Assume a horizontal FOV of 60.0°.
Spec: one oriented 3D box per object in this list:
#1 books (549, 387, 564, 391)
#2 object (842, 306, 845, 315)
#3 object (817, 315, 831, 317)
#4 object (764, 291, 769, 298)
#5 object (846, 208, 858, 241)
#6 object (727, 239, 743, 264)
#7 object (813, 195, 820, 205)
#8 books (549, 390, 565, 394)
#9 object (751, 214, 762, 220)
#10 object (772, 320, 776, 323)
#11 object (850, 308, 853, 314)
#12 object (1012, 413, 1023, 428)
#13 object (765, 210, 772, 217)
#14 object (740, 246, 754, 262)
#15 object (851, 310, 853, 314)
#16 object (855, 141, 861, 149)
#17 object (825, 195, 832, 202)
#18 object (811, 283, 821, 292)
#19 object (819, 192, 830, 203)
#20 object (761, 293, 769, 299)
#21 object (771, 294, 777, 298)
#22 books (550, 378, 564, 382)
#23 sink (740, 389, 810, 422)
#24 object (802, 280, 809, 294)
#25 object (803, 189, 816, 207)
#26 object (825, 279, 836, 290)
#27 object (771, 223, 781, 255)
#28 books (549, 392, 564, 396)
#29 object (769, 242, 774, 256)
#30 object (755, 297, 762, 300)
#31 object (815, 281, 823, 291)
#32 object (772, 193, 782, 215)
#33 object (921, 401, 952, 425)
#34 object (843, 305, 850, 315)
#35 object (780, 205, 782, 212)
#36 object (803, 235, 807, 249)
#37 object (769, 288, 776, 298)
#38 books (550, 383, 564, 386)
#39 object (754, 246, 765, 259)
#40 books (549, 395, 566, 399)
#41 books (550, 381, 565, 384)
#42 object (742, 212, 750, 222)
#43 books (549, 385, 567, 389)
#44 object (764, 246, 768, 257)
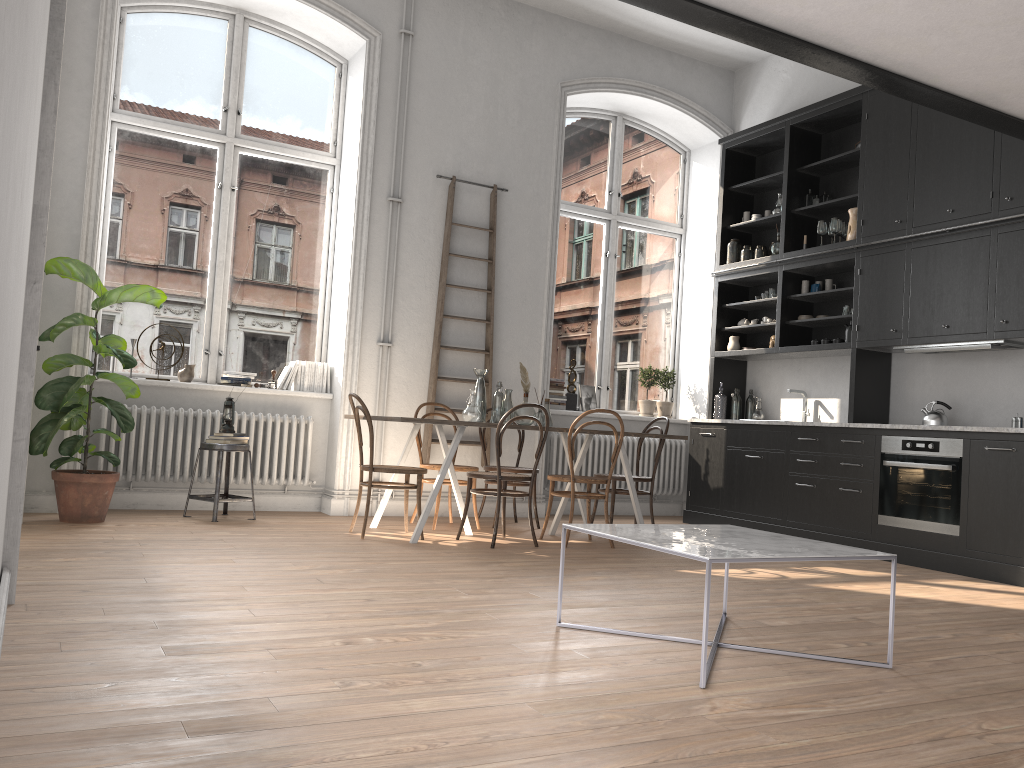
[{"bbox_3d":[0.357,0.048,8.175,0.205,0.022,0.155,6,-4,-33],"label":"books"},{"bbox_3d":[2.676,-0.575,7.127,0.058,0.094,0.058,3,-3,11],"label":"object"},{"bbox_3d":[2.611,-0.550,7.429,0.112,0.036,0.112,3,-3,14],"label":"object"},{"bbox_3d":[2.293,-0.779,7.962,0.060,0.107,0.060,2,-3,29],"label":"object"},{"bbox_3d":[2.686,-1.243,6.970,0.094,0.267,0.116,3,-3,14],"label":"object"},{"bbox_3d":[2.049,-1.208,8.155,0.118,0.238,0.118,6,-3,-43],"label":"object"},{"bbox_3d":[2.566,-1.530,7.469,0.053,0.125,0.041,2,-3,29],"label":"object"},{"bbox_3d":[0.356,0.070,8.180,0.222,0.024,0.158,5,-3,-28],"label":"books"},{"bbox_3d":[2.245,-1.503,8.144,0.096,0.095,0.096,3,-3,6],"label":"object"},{"bbox_3d":[2.318,-0.541,7.795,0.049,0.041,0.056,2,-3,35],"label":"object"},{"bbox_3d":[2.759,-0.566,7.187,0.058,0.094,0.058,2,-3,39],"label":"object"},{"bbox_3d":[3.366,0.254,5.908,0.040,0.116,0.080,5,-3,-23],"label":"object"},{"bbox_3d":[2.345,-1.518,8.113,0.059,0.135,0.082,4,-3,-5],"label":"object"},{"bbox_3d":[2.131,-1.168,8.037,0.114,0.155,0.114,5,-3,-25],"label":"object"},{"bbox_3d":[2.715,-0.612,6.974,0.083,0.158,0.083,6,-4,-44],"label":"object"},{"bbox_3d":[2.820,-1.898,7.153,0.056,0.121,0.167,4,-3,-3],"label":"object"},{"bbox_3d":[2.654,-1.525,7.444,0.044,0.121,0.058,4,-3,-1],"label":"object"},{"bbox_3d":[2.539,-0.785,7.413,0.082,0.093,0.140,2,-3,27],"label":"object"},{"bbox_3d":[2.662,-1.547,7.552,0.065,0.177,0.084,4,-3,-6],"label":"object"},{"bbox_3d":[2.246,-0.767,7.878,0.064,0.069,0.064,3,-3,19],"label":"object"},{"bbox_3d":[2.298,-0.760,7.750,0.071,0.047,0.072,3,-3,10],"label":"object"},{"bbox_3d":[0.353,-0.037,8.185,0.201,0.024,0.159,6,-4,-38],"label":"books"},{"bbox_3d":[2.303,0.292,7.504,0.514,0.504,0.526,5,-3,-28],"label":"sink"},{"bbox_3d":[2.489,-0.804,7.519,0.059,0.135,0.082,2,-3,30],"label":"object"},{"bbox_3d":[2.536,-1.566,7.554,0.084,0.199,0.065,4,-3,-6],"label":"object"},{"bbox_3d":[2.649,-0.801,7.385,0.082,0.135,0.059,1,-4,45],"label":"object"},{"bbox_3d":[2.311,-1.277,7.661,0.134,0.357,0.134,3,-3,17],"label":"object"},{"bbox_3d":[0.354,0.093,8.173,0.205,0.022,0.155,4,-3,-14],"label":"books"},{"bbox_3d":[2.354,-1.173,7.942,0.092,0.184,0.092,4,-3,-14],"label":"object"},{"bbox_3d":[2.211,-0.755,7.953,0.071,0.047,0.072,3,-3,10],"label":"object"},{"bbox_3d":[2.588,-0.799,7.511,0.082,0.135,0.059,4,-3,0],"label":"object"},{"bbox_3d":[2.371,-1.572,7.845,0.132,0.219,0.132,2,-3,36],"label":"object"},{"bbox_3d":[3.020,0.211,6.323,0.171,0.186,0.171,4,-3,-17],"label":"object"},{"bbox_3d":[2.667,-0.579,7.055,0.058,0.094,0.058,3,-3,11],"label":"object"},{"bbox_3d":[2.406,-1.637,7.719,0.123,0.340,0.118,4,-3,-9],"label":"object"},{"bbox_3d":[2.472,-1.178,7.477,0.123,0.161,0.123,5,-3,-19],"label":"object"},{"bbox_3d":[2.293,-0.787,7.821,0.060,0.107,0.060,4,-3,-1],"label":"object"},{"bbox_3d":[0.347,0.005,8.171,0.231,0.023,0.162,4,-3,-13],"label":"books"},{"bbox_3d":[2.227,-1.162,7.973,0.096,0.150,0.096,6,-3,-40],"label":"object"},{"bbox_3d":[0.346,0.117,8.173,0.245,0.028,0.193,6,-4,-33],"label":"books"},{"bbox_3d":[0.361,-0.016,8.178,0.205,0.020,0.155,5,-3,-28],"label":"books"},{"bbox_3d":[2.174,-1.522,8.228,0.059,0.135,0.082,4,-3,0],"label":"object"},{"bbox_3d":[0.353,0.027,8.174,0.244,0.019,0.174,5,-3,-28],"label":"books"},{"bbox_3d":[2.288,-1.164,8.108,0.092,0.184,0.092,2,-3,27],"label":"object"}]
